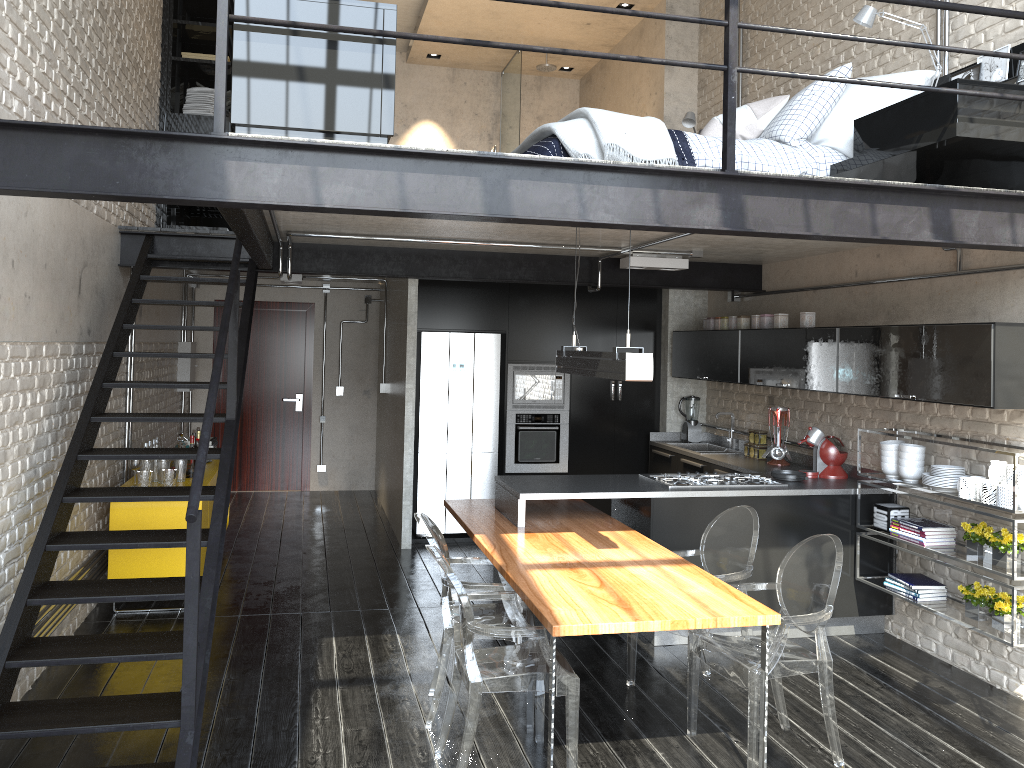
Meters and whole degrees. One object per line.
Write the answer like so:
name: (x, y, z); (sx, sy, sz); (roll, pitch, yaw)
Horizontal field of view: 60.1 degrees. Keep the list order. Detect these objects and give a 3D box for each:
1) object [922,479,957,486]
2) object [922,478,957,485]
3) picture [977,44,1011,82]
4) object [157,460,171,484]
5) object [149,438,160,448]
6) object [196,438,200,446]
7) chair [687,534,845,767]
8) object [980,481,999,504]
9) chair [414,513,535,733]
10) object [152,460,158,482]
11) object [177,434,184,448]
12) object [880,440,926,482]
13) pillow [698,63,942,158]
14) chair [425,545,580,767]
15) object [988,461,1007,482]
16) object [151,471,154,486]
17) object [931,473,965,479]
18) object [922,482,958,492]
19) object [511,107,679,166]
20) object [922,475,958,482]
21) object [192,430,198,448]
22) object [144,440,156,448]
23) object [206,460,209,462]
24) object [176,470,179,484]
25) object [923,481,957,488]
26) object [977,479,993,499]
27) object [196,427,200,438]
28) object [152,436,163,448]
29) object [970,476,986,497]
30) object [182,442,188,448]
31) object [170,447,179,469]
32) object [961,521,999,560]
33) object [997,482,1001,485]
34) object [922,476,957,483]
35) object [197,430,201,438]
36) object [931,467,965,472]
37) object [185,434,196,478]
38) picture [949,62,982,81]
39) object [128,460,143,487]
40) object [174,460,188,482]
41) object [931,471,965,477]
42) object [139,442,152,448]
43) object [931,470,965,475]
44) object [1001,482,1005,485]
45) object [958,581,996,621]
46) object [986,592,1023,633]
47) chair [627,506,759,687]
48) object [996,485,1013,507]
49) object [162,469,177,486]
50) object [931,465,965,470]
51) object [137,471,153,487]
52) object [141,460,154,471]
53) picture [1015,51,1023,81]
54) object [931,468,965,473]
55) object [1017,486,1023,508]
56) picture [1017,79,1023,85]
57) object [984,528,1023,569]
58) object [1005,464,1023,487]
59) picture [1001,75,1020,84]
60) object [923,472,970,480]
object: (2.403, 0.552, 4.882); (0.251, 0.031, 0.252); (-1, 3, -44)
object: (2.403, 0.544, 4.883); (0.251, 0.031, 0.252); (-1, 3, -44)
picture: (2.543, -1.613, 4.697); (0.033, 0.314, 0.226); (2, 0, -13)
object: (-2.374, 0.598, 6.026); (0.087, 0.155, 0.087); (1, 0, 0)
object: (-2.643, 0.525, 6.527); (0.092, 0.245, 0.092); (1, -1, 38)
object: (-2.319, 0.529, 6.514); (0.067, 0.258, 0.099); (1, -1, -8)
chair: (1.163, 1.149, 3.902); (0.589, 0.941, 0.540); (1, 0, -18)
object: (2.434, 0.550, 4.506); (0.083, 0.100, 0.108); (1, 1, 21)
chair: (-0.190, 1.101, 4.276); (0.590, 0.941, 0.540); (1, 0, -3)
object: (-2.450, 0.593, 6.088); (0.087, 0.155, 0.087); (1, 0, 0)
object: (-2.428, 0.510, 6.473); (0.114, 0.292, 0.114); (1, -1, 15)
object: (2.329, 0.456, 5.282); (0.150, 0.217, 0.310); (1, 1, -16)
pillow: (1.649, -1.656, 5.984); (1.143, 0.733, 2.139); (1, 2, -15)
chair: (-0.074, 1.131, 3.644); (0.589, 0.941, 0.540); (1, 0, -13)
object: (2.490, 0.449, 4.553); (0.108, 0.100, 0.083); (1, 0, 1)
object: (-2.415, 0.632, 5.849); (0.093, 0.099, 0.092); (2, 0, 25)
object: (2.404, 0.513, 4.882); (0.171, 0.029, 0.171); (1, 2, -8)
object: (2.402, 0.568, 4.882); (0.251, 0.031, 0.252); (-1, 3, -44)
object: (0.339, -1.317, 5.650); (0.681, 0.659, 2.519); (1, 2, -12)
object: (2.403, 0.527, 4.883); (0.251, 0.031, 0.252); (-1, 3, -44)
object: (-2.308, 0.497, 6.412); (0.079, 0.329, 0.080); (2, -1, -22)
object: (-2.622, 0.532, 6.395); (0.092, 0.245, 0.092); (1, -1, 38)
object: (-2.537, 0.567, 7.149); (0.229, 0.107, 0.099); (2, 1, 14)
object: (-2.288, 0.631, 5.951); (0.093, 0.099, 0.092); (2, 0, 25)
object: (2.403, 0.560, 4.882); (0.251, 0.031, 0.252); (-1, 3, -44)
object: (2.470, 0.547, 4.593); (0.108, 0.100, 0.083); (1, 0, -24)
object: (-2.383, 0.488, 6.708); (0.073, 0.321, 0.073); (2, -1, -22)
object: (-2.671, 0.520, 6.648); (0.092, 0.245, 0.092); (1, -1, 38)
object: (2.474, 0.543, 4.701); (0.083, 0.100, 0.108); (1, 1, 21)
object: (-2.453, 0.543, 6.599); (0.101, 0.211, 0.100); (1, -1, 2)
object: (-2.411, 0.558, 6.343); (0.087, 0.206, 0.087); (1, -1, 12)
object: (2.462, 0.818, 4.664); (0.175, 0.192, 0.182); (1, 0, 9)
object: (2.562, 0.550, 4.583); (0.108, 0.100, 0.083); (1, 0, -14)
object: (2.403, 0.536, 4.883); (0.251, 0.031, 0.252); (-1, 3, -44)
object: (-2.350, 0.499, 6.627); (0.081, 0.307, 0.081); (2, -1, -19)
object: (2.405, 0.479, 4.883); (0.171, 0.029, 0.171); (1, 2, -8)
object: (-2.282, 0.514, 6.303); (0.081, 0.309, 0.081); (2, -1, -21)
picture: (2.483, -1.603, 4.883); (0.046, 0.275, 0.243); (2, 0, -13)
object: (-2.482, 0.559, 5.834); (0.092, 0.245, 0.092); (2, -1, -30)
object: (-2.291, 0.595, 6.121); (0.087, 0.155, 0.087); (1, 0, 0)
object: (2.405, 0.505, 4.882); (0.171, 0.029, 0.171); (1, 2, -8)
object: (-2.600, 0.537, 6.273); (0.092, 0.245, 0.092); (1, -1, 38)
object: (2.405, 0.496, 4.883); (0.171, 0.029, 0.171); (1, 2, -8)
object: (2.509, 0.553, 4.487); (0.108, 0.100, 0.083); (1, 0, 1)
object: (2.457, 1.137, 4.651); (0.182, 0.192, 0.175); (1, 0, -1)
object: (2.503, 1.146, 4.474); (0.175, 0.192, 0.182); (1, 0, 9)
chair: (0.985, 1.117, 4.547); (0.589, 0.941, 0.540); (1, 0, -28)
object: (2.459, 0.555, 4.395); (0.108, 0.100, 0.083); (1, 0, -24)
object: (-2.263, 0.625, 5.846); (0.095, 0.120, 0.095); (1, 0, 4)
object: (2.405, 0.470, 4.883); (0.171, 0.029, 0.171); (1, 2, -8)
object: (-2.385, 0.627, 5.746); (0.096, 0.120, 0.095); (1, 0, 39)
object: (-2.472, 0.597, 5.990); (0.087, 0.155, 0.087); (1, 0, 0)
picture: (2.592, -1.569, 4.432); (0.055, 0.249, 0.175); (2, 0, -13)
object: (2.405, 0.487, 4.883); (0.171, 0.029, 0.171); (1, 2, -8)
object: (2.529, 0.558, 4.374); (0.108, 0.100, 0.083); (1, 0, 1)
picture: (2.557, -1.489, 4.457); (0.030, 0.087, 0.096); (2, 1, -13)
object: (2.506, 0.827, 4.479); (0.182, 0.192, 0.175); (1, 0, -1)
object: (2.520, 0.456, 4.421); (0.108, 0.100, 0.083); (1, 0, -24)
picture: (2.529, -1.511, 4.562); (0.052, 0.121, 0.175); (2, 1, -13)
object: (2.403, 0.519, 4.883); (0.251, 0.031, 0.252); (-1, 3, -44)
